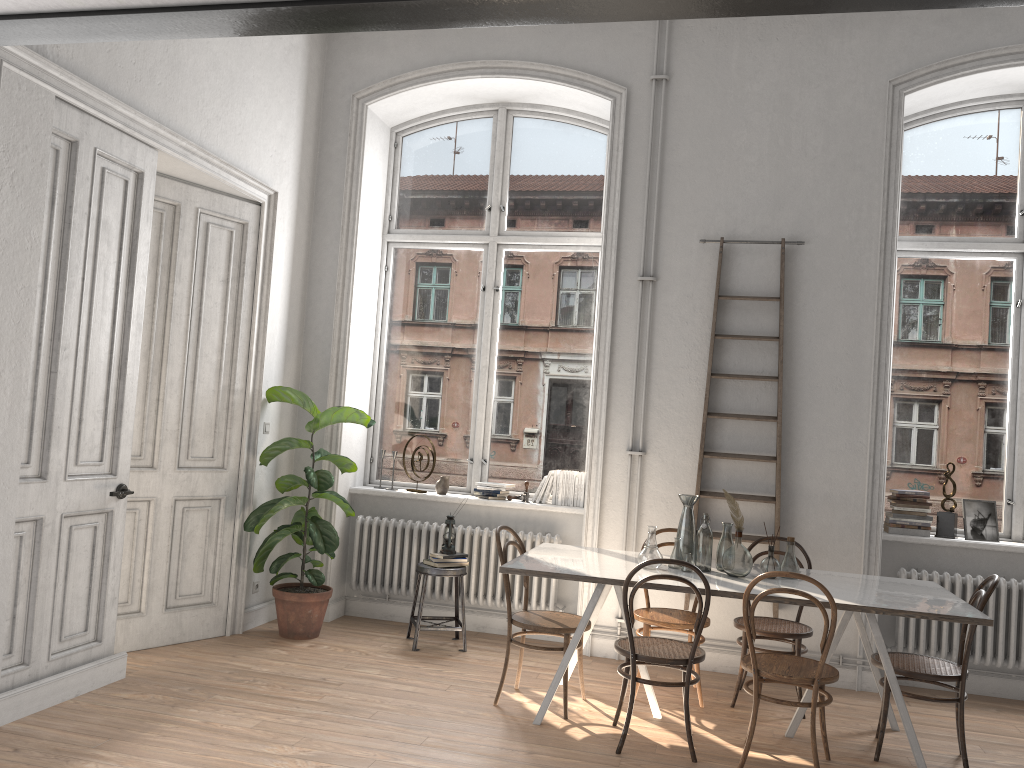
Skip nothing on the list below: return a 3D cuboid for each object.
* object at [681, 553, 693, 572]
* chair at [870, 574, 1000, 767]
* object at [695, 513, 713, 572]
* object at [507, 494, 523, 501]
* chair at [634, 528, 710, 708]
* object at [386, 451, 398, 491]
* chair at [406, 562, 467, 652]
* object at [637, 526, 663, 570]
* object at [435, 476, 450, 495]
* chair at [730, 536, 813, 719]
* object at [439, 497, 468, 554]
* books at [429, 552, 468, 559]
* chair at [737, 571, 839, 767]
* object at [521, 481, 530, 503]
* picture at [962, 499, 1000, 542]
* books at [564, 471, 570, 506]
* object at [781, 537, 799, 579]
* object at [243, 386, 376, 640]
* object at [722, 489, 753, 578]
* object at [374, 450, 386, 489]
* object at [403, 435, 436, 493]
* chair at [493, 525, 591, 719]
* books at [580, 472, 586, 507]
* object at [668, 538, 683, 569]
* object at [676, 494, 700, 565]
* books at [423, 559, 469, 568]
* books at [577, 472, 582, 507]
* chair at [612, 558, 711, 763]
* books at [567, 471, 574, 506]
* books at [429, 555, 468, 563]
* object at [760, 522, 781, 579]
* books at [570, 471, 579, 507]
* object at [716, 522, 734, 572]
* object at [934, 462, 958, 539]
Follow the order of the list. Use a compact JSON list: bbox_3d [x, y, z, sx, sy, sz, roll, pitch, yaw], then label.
[{"bbox_3d":[0.912,0.927,4.610,0.058,0.094,0.058,2,-4,42],"label":"object"},{"bbox_3d":[2.044,1.361,4.322,0.549,0.920,0.438,3,-3,26],"label":"chair"},{"bbox_3d":[1.017,0.835,4.689,0.086,0.301,0.086,4,-3,-1],"label":"object"},{"bbox_3d":[0.030,0.817,6.398,0.153,0.048,0.088,6,-4,-37],"label":"object"},{"bbox_3d":[0.930,1.326,5.157,0.438,0.920,0.549,3,-3,12],"label":"chair"},{"bbox_3d":[-0.880,0.644,6.586,0.095,0.288,0.095,2,-3,36],"label":"object"},{"bbox_3d":[-0.482,1.462,5.874,0.364,0.522,0.360,5,-3,-13],"label":"chair"},{"bbox_3d":[0.725,0.852,4.625,0.132,0.219,0.132,4,-3,3],"label":"object"},{"bbox_3d":[-0.510,0.738,6.509,0.100,0.142,0.102,5,-3,-12],"label":"object"},{"bbox_3d":[1.505,1.364,5.100,0.438,0.920,0.549,3,-3,21],"label":"chair"},{"bbox_3d":[-0.391,0.944,5.951,0.163,0.383,0.154,5,-3,-13],"label":"object"},{"bbox_3d":[-0.422,1.144,5.917,0.221,0.027,0.147,7,-4,-44],"label":"books"},{"bbox_3d":[1.267,1.294,4.074,0.438,0.920,0.549,3,-3,25],"label":"chair"},{"bbox_3d":[0.103,0.767,6.326,0.048,0.153,0.088,5,-3,-16],"label":"object"},{"bbox_3d":[3.007,0.881,5.733,0.221,0.264,0.149,4,-3,-3],"label":"picture"},{"bbox_3d":[0.407,0.743,6.339,0.019,0.243,0.174,3,-3,14],"label":"books"},{"bbox_3d":[1.457,0.908,4.648,0.101,0.211,0.101,6,-3,-37],"label":"object"},{"bbox_3d":[1.062,0.867,5.072,5.826,1.841,0.792,3,-3,19],"label":"object"},{"bbox_3d":[1.168,0.767,4.566,0.156,0.446,0.157,2,-3,31],"label":"object"},{"bbox_3d":[-0.981,0.641,6.669,0.095,0.288,0.095,1,-4,45],"label":"object"},{"bbox_3d":[-0.687,0.588,6.564,0.087,0.425,0.347,6,-4,-44],"label":"object"},{"bbox_3d":[0.158,1.253,4.798,0.549,0.920,0.438,3,-3,22],"label":"chair"},{"bbox_3d":[0.514,0.749,6.298,0.024,0.243,0.175,3,-3,14],"label":"books"},{"bbox_3d":[0.877,0.899,4.717,0.083,0.158,0.083,4,-3,9],"label":"object"},{"bbox_3d":[0.951,0.796,4.822,0.116,0.382,0.116,3,-3,25],"label":"object"},{"bbox_3d":[-0.439,1.191,5.914,0.246,0.034,0.194,6,-4,-36],"label":"books"},{"bbox_3d":[0.494,0.749,6.323,0.024,0.243,0.175,3,-3,14],"label":"books"},{"bbox_3d":[0.708,1.263,4.246,0.438,0.920,0.549,4,-3,9],"label":"chair"},{"bbox_3d":[0.429,0.745,6.339,0.024,0.243,0.175,3,-3,14],"label":"books"},{"bbox_3d":[-0.425,1.166,5.915,0.232,0.029,0.163,5,-3,-16],"label":"books"},{"bbox_3d":[1.344,0.862,4.599,0.107,0.283,0.107,4,-3,8],"label":"object"},{"bbox_3d":[0.445,0.744,6.313,0.019,0.243,0.174,3,-3,14],"label":"books"},{"bbox_3d":[1.142,0.869,4.732,0.098,0.255,0.100,4,-3,-10],"label":"object"},{"bbox_3d":[2.824,0.749,5.742,0.122,0.488,0.102,2,-3,38],"label":"object"}]
